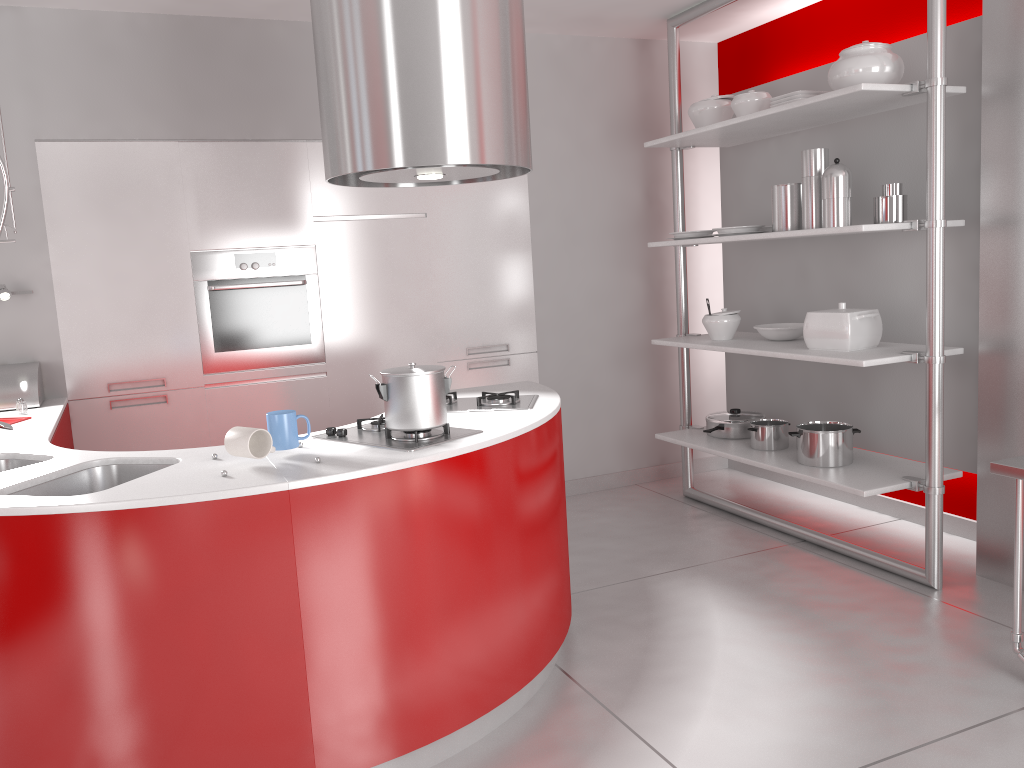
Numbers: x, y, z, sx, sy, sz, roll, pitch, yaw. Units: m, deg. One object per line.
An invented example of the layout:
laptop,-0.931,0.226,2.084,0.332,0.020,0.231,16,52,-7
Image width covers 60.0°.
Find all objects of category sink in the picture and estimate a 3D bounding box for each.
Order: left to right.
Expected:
sink,-1.553,0.348,2.538,0.326,0.172,0.428,1,9,27
sink,-1.100,0.345,2.360,0.326,0.172,0.428,-1,8,15

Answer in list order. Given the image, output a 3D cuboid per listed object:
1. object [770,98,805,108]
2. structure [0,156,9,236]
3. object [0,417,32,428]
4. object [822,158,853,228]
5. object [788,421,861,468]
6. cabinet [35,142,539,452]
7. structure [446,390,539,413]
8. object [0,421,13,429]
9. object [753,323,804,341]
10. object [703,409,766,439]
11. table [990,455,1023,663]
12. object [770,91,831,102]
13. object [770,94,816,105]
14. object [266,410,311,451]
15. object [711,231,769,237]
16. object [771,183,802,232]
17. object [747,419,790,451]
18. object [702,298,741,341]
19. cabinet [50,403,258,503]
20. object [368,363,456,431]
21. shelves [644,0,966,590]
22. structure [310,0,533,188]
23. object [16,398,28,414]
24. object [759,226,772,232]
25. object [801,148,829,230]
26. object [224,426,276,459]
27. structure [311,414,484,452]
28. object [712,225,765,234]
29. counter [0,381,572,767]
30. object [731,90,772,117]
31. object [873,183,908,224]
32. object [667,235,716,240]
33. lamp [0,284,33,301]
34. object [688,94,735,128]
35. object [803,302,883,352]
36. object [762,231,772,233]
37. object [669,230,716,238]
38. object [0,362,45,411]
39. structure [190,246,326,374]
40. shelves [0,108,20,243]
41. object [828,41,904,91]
object,1.262,-1.214,3.877,0.200,0.030,0.200,-7,8,-23
structure,-1.420,-0.192,2.242,0.308,0.920,0.178,-1,8,20
object,-1.960,0.150,3.369,0.168,0.006,0.266,-3,8,3
object,1.304,-0.766,3.555,0.115,0.274,0.115,-8,9,-30
object,1.386,0.266,3.932,0.259,0.161,0.240,-10,10,-40
cabinet,-1.082,-0.232,4.814,2.398,2.026,0.614,-7,8,-23
structure,-0.142,0.056,3.136,0.457,0.037,0.303,-3,8,7
object,-1.923,0.147,3.326,0.375,0.008,0.041,4,11,43
object,1.306,-0.247,4.279,0.272,0.072,0.272,1,9,30
object,1.124,0.201,4.633,0.407,0.130,0.308,-6,8,-16
table,2.128,0.617,2.159,0.749,0.682,1.627,-7,8,-22
object,1.261,-1.245,3.873,0.200,0.030,0.200,-7,8,-23
object,1.261,-1.229,3.875,0.200,0.030,0.200,-7,8,-23
object,-0.625,0.125,2.465,0.080,0.100,0.109,3,10,39
object,1.068,-0.704,4.179,0.280,0.015,0.280,-3,8,6
object,1.238,-0.780,3.938,0.172,0.205,0.184,-6,8,-18
object,1.244,0.245,4.288,0.182,0.122,0.196,0,9,24
object,1.054,-0.330,4.466,0.192,0.214,0.192,-9,10,-37
cabinet,-1.345,0.534,3.324,1.875,0.761,1.025,0,8,22
object,-0.282,0.030,2.566,0.189,0.185,0.218,1,9,29
shelves,1.259,-0.563,4.091,0.535,2.599,1.735,-7,8,-23
structure,-0.285,-1.117,2.720,0.644,0.958,0.644,2,9,33
object,-1.991,0.090,3.601,0.042,0.066,0.043,-5,8,-10
object,1.214,-0.761,4.425,0.244,0.042,0.244,-8,9,-31
object,1.276,-0.815,3.729,0.110,0.329,0.109,-7,9,-25
object,-0.687,0.153,2.354,0.100,0.080,0.109,2,10,36
structure,-0.348,0.135,2.649,0.457,0.037,0.303,3,10,41
object,1.067,-0.718,4.178,0.244,0.042,0.244,-10,10,-39
counter,-1.272,0.597,3.067,2.865,0.880,1.868,-2,8,10
object,1.119,-1.288,4.134,0.192,0.153,0.192,-5,8,-10
object,1.516,-0.719,3.552,0.127,0.157,0.127,-5,8,-13
object,0.927,-0.744,4.531,0.280,0.015,0.280,-2,8,13
lamp,-2.325,-0.382,3.827,0.454,0.081,0.155,-7,8,-23
object,0.993,-1.336,4.410,0.231,0.191,0.231,-1,8,17
object,1.414,-0.250,3.796,0.235,0.197,0.282,-9,9,-33
object,1.215,-0.747,4.427,0.280,0.015,0.280,-2,8,13
object,0.926,-0.758,4.530,0.244,0.042,0.244,-10,10,-39
object,-2.253,0.019,3.810,0.400,0.170,0.300,-7,8,-23
structure,-1.240,-0.369,4.381,0.599,0.589,0.050,-7,8,-23
shelves,-2.151,-1.038,3.216,0.462,1.023,0.934,-7,8,-23
object,1.424,-1.264,3.573,0.287,0.222,0.287,-1,8,21
